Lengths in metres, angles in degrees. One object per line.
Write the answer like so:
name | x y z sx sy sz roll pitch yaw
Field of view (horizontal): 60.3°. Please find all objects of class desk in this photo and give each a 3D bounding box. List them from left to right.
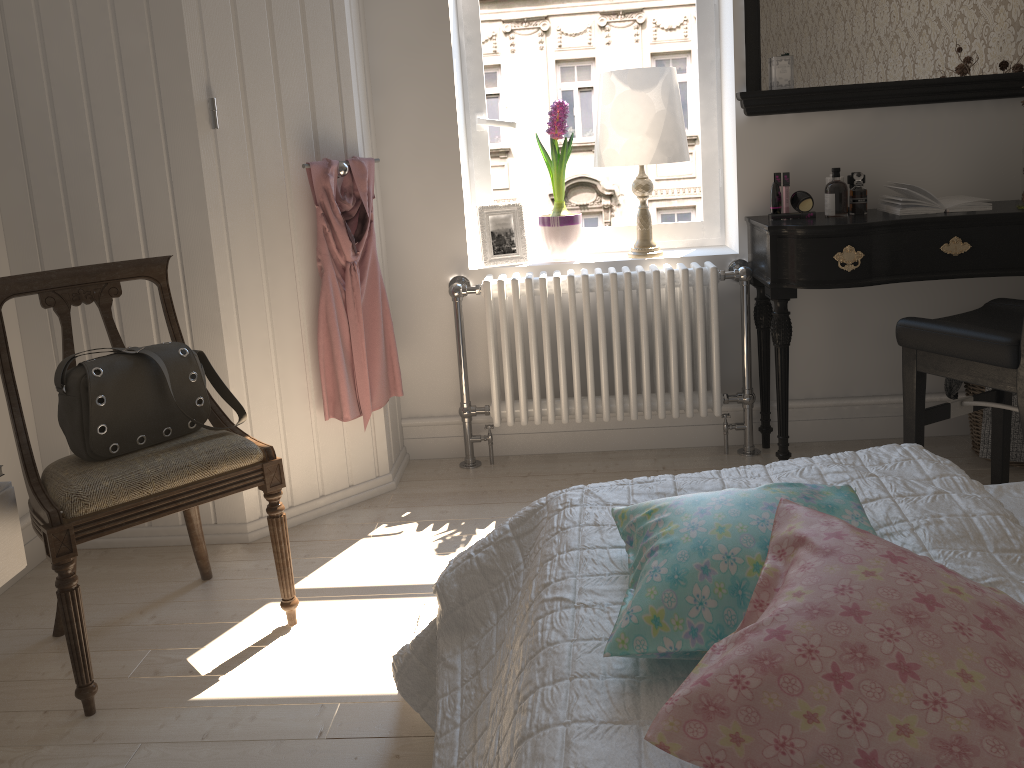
desk | 1.371 -0.151 2.875 1.104 0.809 0.444 -3 11 4

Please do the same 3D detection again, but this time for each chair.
chair | -0.910 0.173 2.126 0.526 0.876 0.542 -14 15 -40
chair | 1.348 -0.018 2.319 0.459 0.847 0.463 -9 12 -25

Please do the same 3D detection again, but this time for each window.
window | 0.273 -1.360 3.207 0.949 1.753 0.112 -3 10 4

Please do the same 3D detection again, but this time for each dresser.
dresser | -0.967 -0.854 2.759 1.024 2.540 0.714 -3 10 4

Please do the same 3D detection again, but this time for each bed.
bed | 0.794 0.469 1.080 2.209 0.620 1.994 -3 15 4

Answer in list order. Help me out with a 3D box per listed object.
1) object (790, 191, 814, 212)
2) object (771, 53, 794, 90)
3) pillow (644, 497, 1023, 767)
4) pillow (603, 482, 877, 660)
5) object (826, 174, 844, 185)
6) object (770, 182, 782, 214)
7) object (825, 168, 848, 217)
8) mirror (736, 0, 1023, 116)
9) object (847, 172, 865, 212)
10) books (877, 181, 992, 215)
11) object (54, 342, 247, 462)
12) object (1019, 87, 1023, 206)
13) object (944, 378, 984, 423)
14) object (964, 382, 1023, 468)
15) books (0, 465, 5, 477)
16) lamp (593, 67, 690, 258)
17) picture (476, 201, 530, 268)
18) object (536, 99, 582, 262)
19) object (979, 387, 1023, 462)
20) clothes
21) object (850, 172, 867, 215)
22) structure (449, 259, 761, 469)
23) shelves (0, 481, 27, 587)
object | 0.949 -0.596 2.922 0.080 0.084 0.084 8 17 43
object | 0.902 -1.042 2.939 0.072 0.119 0.037 -2 10 9
pillow | 0.378 0.288 0.878 0.354 0.199 0.400 6 17 35
pillow | 0.307 0.239 1.158 0.362 0.166 0.390 -2 14 9
object | 1.079 -0.635 2.950 0.058 0.132 0.058 -11 13 -34
object | 0.879 -0.614 2.939 0.031 0.118 0.055 5 14 42
object | 1.050 -0.621 2.858 0.070 0.155 0.071 -4 11 -2
mirror | 1.299 -1.203 2.884 1.117 0.563 0.067 -3 10 4
object | 1.159 -0.646 2.970 0.058 0.132 0.058 -11 13 -34
books | 1.356 -0.608 2.847 0.278 0.094 0.231 -2 14 6
object | -0.858 0.018 2.094 0.405 0.244 0.214 -16 17 -40
object | 1.688 -0.803 2.609 0.319 0.589 0.549 -9 13 -24
object | 1.610 0.020 2.899 0.367 0.326 0.309 -3 12 5
object | 1.682 0.021 2.893 0.395 0.425 0.399 5 15 35
books | -1.286 0.226 1.904 0.258 0.022 0.216 -2 15 9
lamp | 0.460 -0.777 3.133 0.339 0.641 0.347 -1 11 16
picture | -0.032 -0.538 3.180 0.177 0.222 0.050 -7 11 -16
object | 0.166 -0.732 3.179 0.156 0.568 0.159 -6 10 -10
object | 1.655 0.044 2.862 0.291 0.349 0.354 7 17 42
clothes | -0.501 -0.281 2.807 0.092 0.862 0.335 2 12 33
object | 1.130 -0.621 2.877 0.054 0.136 0.055 6 14 43
structure | 0.320 -0.063 3.092 1.067 0.671 0.169 -3 10 4
shelves | -1.307 0.480 1.489 0.368 0.206 1.138 -3 15 4
